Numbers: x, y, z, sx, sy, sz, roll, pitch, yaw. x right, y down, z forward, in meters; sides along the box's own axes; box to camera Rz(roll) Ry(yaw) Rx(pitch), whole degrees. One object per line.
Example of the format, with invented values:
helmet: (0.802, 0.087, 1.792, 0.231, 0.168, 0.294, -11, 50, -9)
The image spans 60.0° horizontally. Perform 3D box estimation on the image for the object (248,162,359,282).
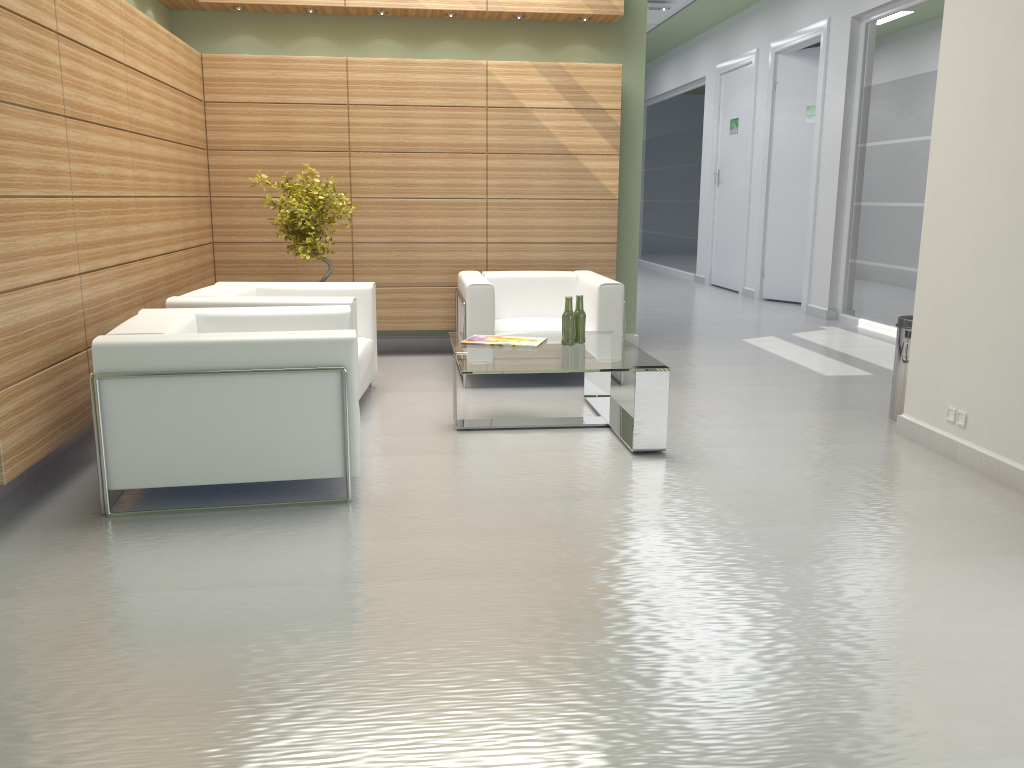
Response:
object: (-2.521, -1.376, 10.749, 1.201, 2.565, 1.116, -9, 15, -38)

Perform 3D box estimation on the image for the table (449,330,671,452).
table: (0.329, 0.020, 8.543, 1.783, 0.742, 2.197, -1, 12, -7)

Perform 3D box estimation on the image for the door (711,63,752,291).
door: (5.188, -4.836, 21.105, 0.250, 5.083, 2.089, -1, 12, -7)

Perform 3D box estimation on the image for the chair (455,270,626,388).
chair: (0.290, -0.726, 11.022, 1.894, 1.234, 1.802, -1, 12, -7)

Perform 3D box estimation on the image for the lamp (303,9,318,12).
lamp: (-2.590, -4.830, 11.401, 0.181, 0.074, 0.181, -2, 12, -12)

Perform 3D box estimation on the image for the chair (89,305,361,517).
chair: (-2.126, 0.096, 7.033, 1.802, 1.234, 1.894, -2, 12, -11)

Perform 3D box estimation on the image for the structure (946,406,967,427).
structure: (3.771, 0.275, 7.529, 0.017, 0.118, 0.262, -1, 12, -7)

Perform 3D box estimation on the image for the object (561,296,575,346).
object: (0.545, -0.608, 8.570, 0.131, 0.475, 0.131, -10, 16, -41)

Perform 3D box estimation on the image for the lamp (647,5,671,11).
lamp: (3.132, -8.297, 19.440, 0.657, 0.159, 0.286, -1, 12, -7)

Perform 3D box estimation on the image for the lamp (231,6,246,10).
lamp: (-3.483, -4.814, 11.298, 0.181, 0.074, 0.181, -2, 12, -12)

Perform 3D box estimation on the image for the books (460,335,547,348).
books: (-0.074, -0.423, 8.763, 0.762, 0.025, 0.508, 3, 12, 13)

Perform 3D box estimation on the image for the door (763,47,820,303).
door: (6.140, -4.190, 18.057, 0.134, 5.083, 2.089, -8, 15, -36)

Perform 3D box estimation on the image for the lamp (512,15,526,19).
lamp: (0.096, -4.877, 11.711, 0.181, 0.074, 0.181, 12, 16, 43)

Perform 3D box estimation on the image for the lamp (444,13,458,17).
lamp: (-0.802, -4.861, 11.607, 0.181, 0.074, 0.181, -2, 12, -12)

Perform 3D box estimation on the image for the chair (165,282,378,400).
chair: (-2.379, -0.381, 9.294, 1.769, 1.234, 1.894, 0, 12, -2)

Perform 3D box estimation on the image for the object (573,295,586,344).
object: (0.660, -0.635, 8.702, 0.131, 0.475, 0.131, -10, 16, -41)

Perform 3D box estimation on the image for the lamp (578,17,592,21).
lamp: (0.975, -4.892, 11.812, 0.181, 0.074, 0.181, -2, 12, -12)

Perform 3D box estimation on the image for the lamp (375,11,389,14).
lamp: (-1.687, -4.846, 11.505, 0.181, 0.074, 0.181, 12, 16, 43)

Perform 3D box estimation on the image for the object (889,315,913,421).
object: (4.045, -0.146, 8.846, 0.483, 1.027, 0.482, -8, 14, -35)
